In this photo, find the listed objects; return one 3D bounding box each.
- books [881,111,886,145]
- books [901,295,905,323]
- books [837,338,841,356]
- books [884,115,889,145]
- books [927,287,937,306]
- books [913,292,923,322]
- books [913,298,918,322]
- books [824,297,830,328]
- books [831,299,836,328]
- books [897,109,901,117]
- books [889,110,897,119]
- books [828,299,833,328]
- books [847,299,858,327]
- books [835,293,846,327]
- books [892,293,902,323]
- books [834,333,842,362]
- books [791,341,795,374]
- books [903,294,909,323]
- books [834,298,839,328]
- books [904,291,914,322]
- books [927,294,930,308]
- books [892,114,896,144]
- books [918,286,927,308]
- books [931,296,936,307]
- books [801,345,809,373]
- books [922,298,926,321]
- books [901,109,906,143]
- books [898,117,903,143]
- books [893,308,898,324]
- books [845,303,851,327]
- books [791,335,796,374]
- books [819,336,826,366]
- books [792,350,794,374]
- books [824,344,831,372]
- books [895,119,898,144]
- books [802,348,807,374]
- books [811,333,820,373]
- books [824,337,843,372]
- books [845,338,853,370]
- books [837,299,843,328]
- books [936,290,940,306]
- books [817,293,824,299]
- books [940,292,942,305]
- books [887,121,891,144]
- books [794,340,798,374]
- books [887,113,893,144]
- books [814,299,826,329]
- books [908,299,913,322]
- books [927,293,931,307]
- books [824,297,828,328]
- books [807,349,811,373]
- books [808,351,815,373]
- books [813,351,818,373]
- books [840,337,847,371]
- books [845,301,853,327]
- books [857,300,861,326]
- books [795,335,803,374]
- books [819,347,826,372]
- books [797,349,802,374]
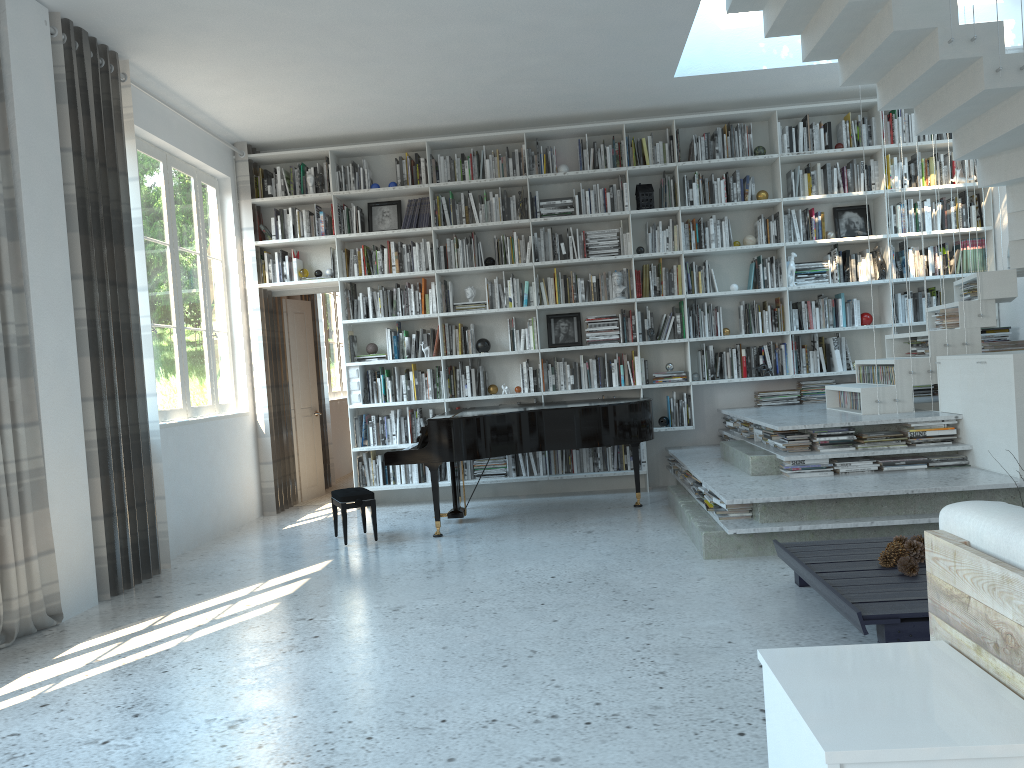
[{"bbox_3d":[3.105,-2.129,7.473,0.011,0.313,0.172,-4,1,4],"label":"books"},{"bbox_3d":[3.290,-0.630,7.522,0.037,0.236,0.153,-4,1,4],"label":"books"},{"bbox_3d":[2.780,-0.252,7.580,0.012,0.285,0.159,-4,1,4],"label":"books"},{"bbox_3d":[3.134,-2.112,7.485,0.022,0.275,0.160,-4,1,4],"label":"books"},{"bbox_3d":[3.554,-0.673,7.503,0.011,0.284,0.161,-4,1,4],"label":"books"},{"bbox_3d":[3.420,-0.645,7.494,0.027,0.248,0.184,-4,1,4],"label":"books"},{"bbox_3d":[3.397,-0.623,7.523,0.025,0.208,0.149,-4,1,4],"label":"books"},{"bbox_3d":[2.677,-0.605,7.566,0.011,0.272,0.152,-4,1,4],"label":"books"},{"bbox_3d":[2.715,-0.596,7.547,0.014,0.249,0.177,-4,1,4],"label":"books"},{"bbox_3d":[3.257,-2.146,7.486,0.012,0.326,0.151,-4,1,4],"label":"books"},{"bbox_3d":[3.222,-2.146,7.486,0.014,0.331,0.142,-4,2,4],"label":"books"},{"bbox_3d":[2.697,-0.594,7.568,0.026,0.246,0.165,-4,1,4],"label":"books"},{"bbox_3d":[2.898,-0.602,7.549,0.025,0.235,0.181,-4,1,4],"label":"books"},{"bbox_3d":[2.794,-0.622,7.545,0.026,0.290,0.181,-4,1,4],"label":"books"},{"bbox_3d":[3.259,-0.636,7.516,0.024,0.252,0.175,-4,1,4],"label":"books"},{"bbox_3d":[2.790,-0.273,7.585,0.012,0.326,0.136,-4,2,4],"label":"books"},{"bbox_3d":[2.392,-0.226,7.606,0.012,0.286,0.158,-4,1,4],"label":"books"},{"bbox_3d":[3.319,-0.635,7.521,0.022,0.242,0.151,-4,1,4],"label":"books"},{"bbox_3d":[2.755,-0.602,7.570,0.012,0.254,0.161,-4,1,4],"label":"books"},{"bbox_3d":[3.371,-0.651,7.530,0.024,0.267,0.133,-4,1,4],"label":"books"},{"bbox_3d":[3.497,-0.641,7.511,0.014,0.230,0.172,-4,1,4],"label":"books"},{"bbox_3d":[3.188,-2.112,7.464,0.012,0.269,0.184,-4,1,4],"label":"books"},{"bbox_3d":[3.481,-0.674,7.517,0.013,0.297,0.141,-4,1,4],"label":"books"},{"bbox_3d":[3.541,-0.632,7.497,0.021,0.205,0.174,-4,1,4],"label":"books"},{"bbox_3d":[2.503,-0.212,7.586,0.015,0.243,0.156,-4,1,4],"label":"books"},{"bbox_3d":[3.464,-0.624,7.520,0.027,0.201,0.164,-4,1,4],"label":"books"},{"bbox_3d":[3.269,-2.137,7.470,0.012,0.306,0.184,-4,1,4],"label":"books"},{"bbox_3d":[3.242,-2.104,7.472,0.023,0.244,0.182,-4,1,4],"label":"books"},{"bbox_3d":[3.204,-0.644,7.534,0.085,0.278,0.159,-4,1,4],"label":"books"},{"bbox_3d":[2.835,-0.580,7.548,0.030,0.201,0.189,-4,1,4],"label":"books"},{"bbox_3d":[2.403,-0.252,7.599,0.014,0.337,0.132,-4,2,4],"label":"books"},{"bbox_3d":[2.659,-0.253,7.598,0.010,0.304,0.131,-4,1,4],"label":"books"},{"bbox_3d":[2.374,-0.185,7.588,0.027,0.208,0.164,-4,1,4],"label":"books"},{"bbox_3d":[2.681,-0.222,7.579,0.031,0.239,0.171,-4,1,4],"label":"books"},{"bbox_3d":[3.206,-2.094,7.467,0.022,0.229,0.174,-4,1,4],"label":"books"},{"bbox_3d":[2.486,-0.196,7.598,0.023,0.214,0.163,-4,1,4],"label":"books"},{"bbox_3d":[2.593,-0.263,7.580,0.014,0.333,0.168,-4,1,4],"label":"books"},{"bbox_3d":[2.728,-0.251,7.532,0.075,0.291,0.255,-4,1,4],"label":"books"},{"bbox_3d":[2.853,-0.252,7.569,0.062,0.274,0.148,-4,1,4],"label":"books"},{"bbox_3d":[2.771,-0.597,7.544,0.023,0.244,0.189,-4,1,4],"label":"books"},{"bbox_3d":[3.590,-0.660,7.513,0.012,0.254,0.161,-4,1,4],"label":"books"},{"bbox_3d":[2.641,-0.616,7.565,0.013,0.299,0.147,-4,1,4],"label":"books"},{"bbox_3d":[3.602,-0.654,7.508,0.013,0.240,0.166,-4,1,4],"label":"books"},{"bbox_3d":[3.160,-2.088,7.495,0.025,0.223,0.136,-4,1,4],"label":"books"},{"bbox_3d":[2.419,-0.228,7.602,0.015,0.287,0.138,-4,1,4],"label":"books"},{"bbox_3d":[3.176,-2.120,7.478,0.013,0.286,0.150,-4,1,4],"label":"books"},{"bbox_3d":[2.621,-0.592,7.545,0.028,0.255,0.191,-4,1,4],"label":"books"},{"bbox_3d":[3.346,-0.616,7.515,0.029,0.201,0.172,-4,1,4],"label":"books"},{"bbox_3d":[3.517,-0.649,7.526,0.027,0.242,0.131,-4,1,4],"label":"books"},{"bbox_3d":[2.653,-0.598,7.548,0.012,0.262,0.186,-4,1,4],"label":"books"},{"bbox_3d":[2.524,-0.197,7.596,0.025,0.210,0.137,-4,1,4],"label":"books"},{"bbox_3d":[2.553,-0.188,7.595,0.030,0.188,0.140,-4,1,4],"label":"books"},{"bbox_3d":[2.579,-0.188,7.587,0.024,0.185,0.149,-4,1,4],"label":"books"},{"bbox_3d":[2.809,-0.255,7.562,0.025,0.287,0.160,-4,1,4],"label":"books"},{"bbox_3d":[2.869,-0.592,7.561,0.037,0.219,0.139,-4,1,4],"label":"books"},{"bbox_3d":[2.925,-0.598,7.549,0.027,0.223,0.170,-4,1,4],"label":"books"},{"bbox_3d":[2.465,-0.251,7.609,0.013,0.327,0.130,-4,2,4],"label":"books"},{"bbox_3d":[2.630,-0.208,7.579,0.052,0.217,0.184,-4,1,4],"label":"books"},{"bbox_3d":[2.446,-0.193,7.613,0.033,0.213,0.140,-4,1,4],"label":"books"}]
